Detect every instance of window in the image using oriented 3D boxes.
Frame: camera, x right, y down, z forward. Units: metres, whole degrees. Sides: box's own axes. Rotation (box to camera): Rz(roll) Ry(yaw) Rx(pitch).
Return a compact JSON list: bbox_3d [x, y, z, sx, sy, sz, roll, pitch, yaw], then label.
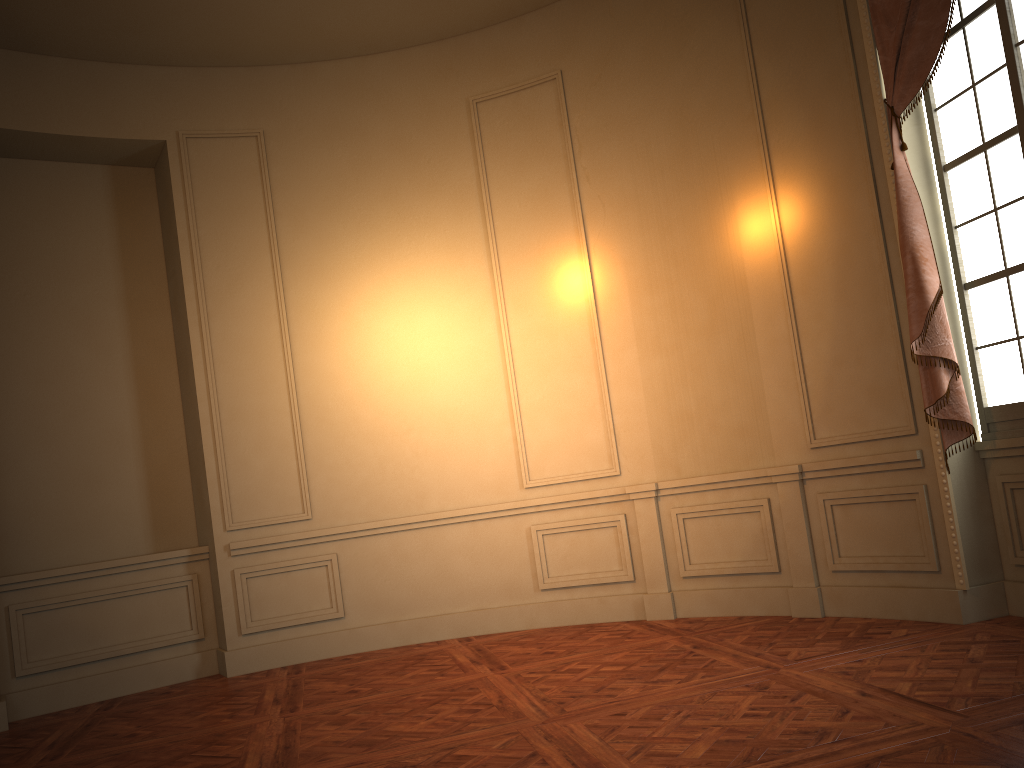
[{"bbox_3d":[2.305,-1.195,3.967,0.154,2.830,1.301,-7,-4,-13],"label":"window"}]

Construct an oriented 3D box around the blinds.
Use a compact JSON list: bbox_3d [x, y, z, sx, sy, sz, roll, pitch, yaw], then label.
[{"bbox_3d":[2.096,-1.105,3.893,0.288,2.970,1.323,-7,-4,-14],"label":"blinds"}]
